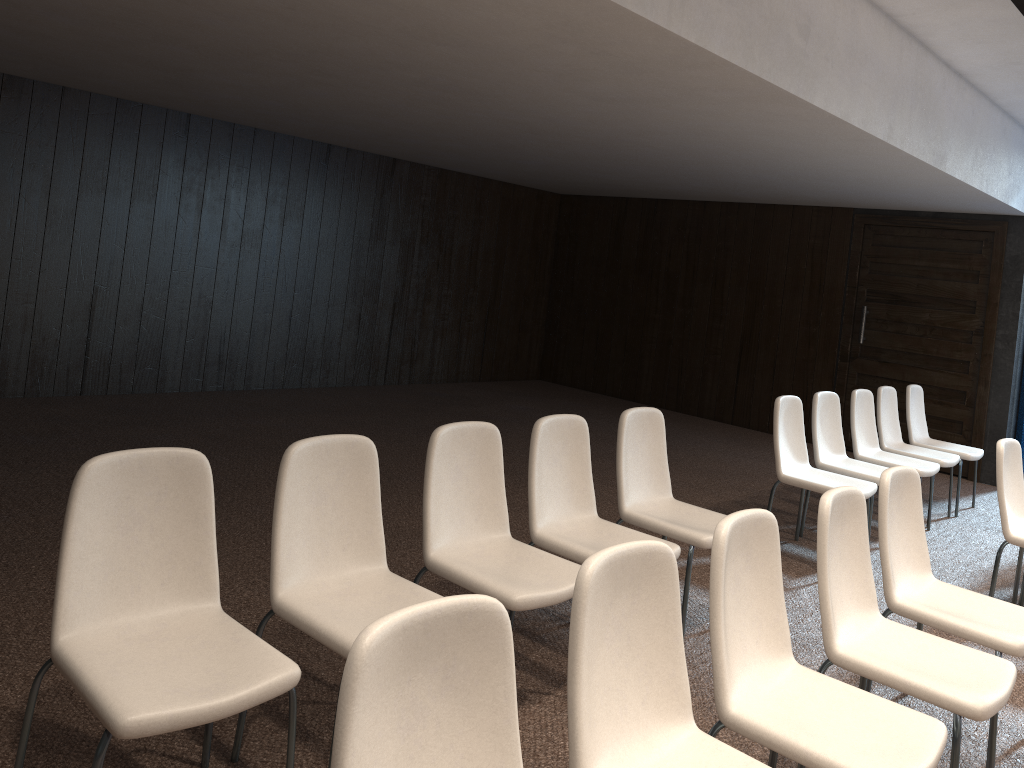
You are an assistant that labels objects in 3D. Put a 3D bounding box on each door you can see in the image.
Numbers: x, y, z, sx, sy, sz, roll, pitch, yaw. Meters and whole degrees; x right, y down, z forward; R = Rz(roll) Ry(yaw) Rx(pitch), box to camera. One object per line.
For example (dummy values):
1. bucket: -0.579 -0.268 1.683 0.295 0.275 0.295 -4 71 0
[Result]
1. door: 3.922 -0.421 8.517 1.415 2.404 0.266 8 0 42

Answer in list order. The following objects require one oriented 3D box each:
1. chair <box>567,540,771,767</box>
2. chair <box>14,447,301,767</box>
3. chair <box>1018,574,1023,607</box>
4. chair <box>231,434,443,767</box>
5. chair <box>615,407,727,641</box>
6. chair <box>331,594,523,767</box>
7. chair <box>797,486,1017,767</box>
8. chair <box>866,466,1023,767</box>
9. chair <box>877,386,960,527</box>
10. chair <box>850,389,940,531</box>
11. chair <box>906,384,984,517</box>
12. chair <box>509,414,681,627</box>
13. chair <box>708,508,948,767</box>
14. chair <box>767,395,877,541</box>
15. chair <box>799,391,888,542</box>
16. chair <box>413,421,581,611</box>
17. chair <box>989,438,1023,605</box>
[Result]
1. chair: 0.388 0.858 1.808 0.564 0.900 0.527 8 2 43
2. chair: -0.841 0.665 2.146 0.564 0.900 0.527 8 2 44
3. chair: 3.068 0.765 4.730 0.564 0.900 0.527 8 2 41
4. chair: -0.429 0.654 2.575 0.564 0.900 0.527 8 2 40
5. chair: 0.739 0.602 3.926 0.564 0.900 0.527 8 2 41
6. chair: -0.011 0.875 1.347 0.564 0.900 0.527 8 2 44
7. chair: 1.204 0.832 2.678 0.564 0.900 0.527 8 2 40
8. chair: 1.602 0.811 3.164 0.564 0.900 0.527 8 2 43
9. chair: 2.969 0.509 6.473 0.564 0.900 0.527 8 2 41
10. chair: 2.600 0.529 6.017 0.564 0.900 0.527 8 2 42
11. chair: 3.371 0.498 6.889 0.564 0.900 0.527 8 2 41
12. chair: 0.336 0.620 3.462 0.564 0.900 0.527 8 2 40
13. chair: 0.775 0.844 2.233 0.564 0.900 0.527 8 2 40
14. chair: 1.793 0.562 5.101 0.564 0.900 0.527 8 2 40
15. chair: 2.185 0.542 5.576 0.564 0.900 0.527 8 2 44
16. chair: -0.037 0.633 3.054 0.564 0.900 0.527 8 2 41
17. chair: 2.668 0.775 4.317 0.564 0.900 0.527 8 2 43
